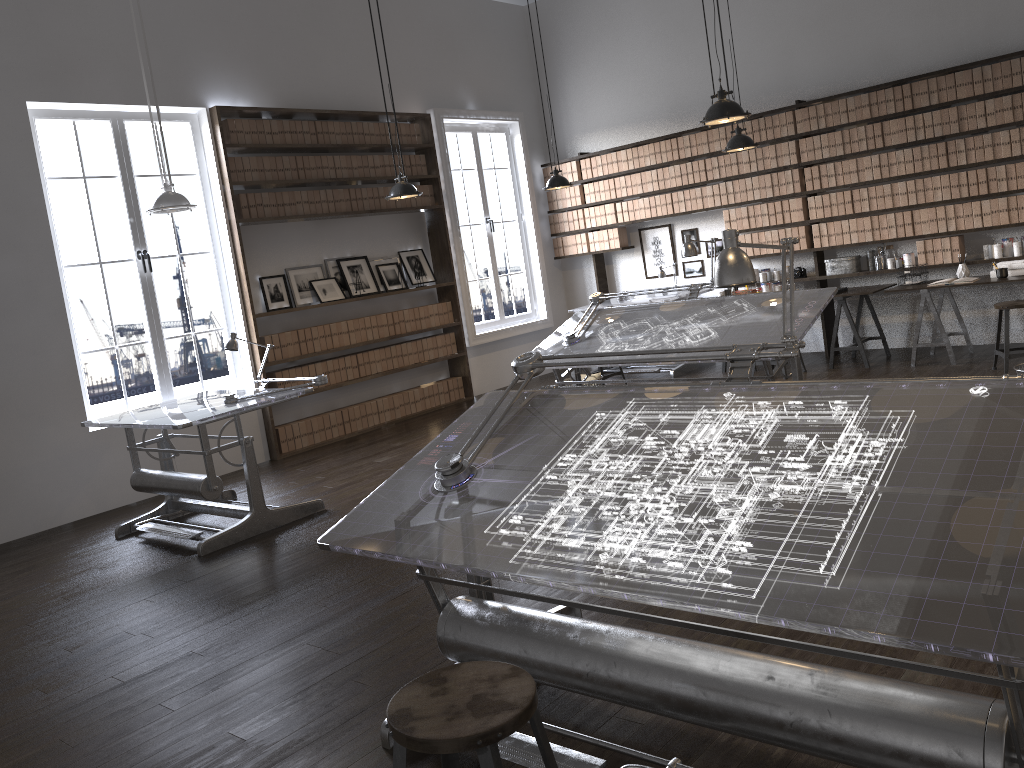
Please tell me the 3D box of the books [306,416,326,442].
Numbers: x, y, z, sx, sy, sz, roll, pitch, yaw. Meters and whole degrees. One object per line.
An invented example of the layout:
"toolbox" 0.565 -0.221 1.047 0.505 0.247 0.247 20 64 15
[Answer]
"books" -1.784 0.409 8.055 0.174 0.224 0.067 -3 7 41

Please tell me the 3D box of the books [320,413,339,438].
"books" -1.690 0.380 8.158 0.174 0.224 0.067 -3 7 42

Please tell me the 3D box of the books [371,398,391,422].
"books" -1.277 0.252 8.637 0.174 0.224 0.067 -3 7 41

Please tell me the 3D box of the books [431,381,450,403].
"books" -0.748 0.086 9.252 0.174 0.224 0.067 -3 7 41

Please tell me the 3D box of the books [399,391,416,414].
"books" -1.056 0.183 8.889 0.174 0.225 0.067 -3 7 41

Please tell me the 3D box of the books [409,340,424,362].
"books" -0.991 -0.333 9.010 0.174 0.224 0.067 -3 7 41

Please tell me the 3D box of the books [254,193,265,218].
"books" -2.242 -1.536 7.698 0.174 0.224 0.067 -3 7 41

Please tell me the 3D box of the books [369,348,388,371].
"books" -1.310 -0.234 8.644 0.174 0.224 0.067 -3 7 42

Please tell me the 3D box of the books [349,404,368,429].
"books" -1.463 0.310 8.417 0.174 0.225 0.067 -3 7 42

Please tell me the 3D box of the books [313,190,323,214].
"books" -1.840 -1.661 8.163 0.174 0.224 0.067 -3 7 42

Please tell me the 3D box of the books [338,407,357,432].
"books" -1.551 0.336 8.325 0.174 0.224 0.067 -3 7 42

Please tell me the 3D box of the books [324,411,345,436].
"books" -1.647 0.366 8.214 0.174 0.224 0.067 -3 7 42

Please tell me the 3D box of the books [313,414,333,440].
"books" -1.738 0.395 8.108 0.174 0.224 0.067 -3 7 41

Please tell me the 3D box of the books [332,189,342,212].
"books" -1.696 -1.704 8.318 0.174 0.225 0.067 -3 7 42

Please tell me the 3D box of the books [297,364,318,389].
"books" -1.848 -0.065 8.014 0.174 0.225 0.067 -3 7 41

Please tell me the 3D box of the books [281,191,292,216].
"books" -2.056 -1.592 7.903 0.174 0.225 0.067 -3 7 41

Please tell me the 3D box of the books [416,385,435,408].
"books" -0.885 0.129 9.093 0.174 0.224 0.067 -3 7 42

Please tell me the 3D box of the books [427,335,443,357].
"books" -0.811 -0.387 9.210 0.174 0.225 0.067 -3 7 42

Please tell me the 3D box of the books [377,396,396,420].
"books" -1.237 0.239 8.684 0.174 0.224 0.067 -3 7 41

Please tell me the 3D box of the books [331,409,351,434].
"books" -1.594 0.351 8.266 0.174 0.225 0.067 -3 7 41

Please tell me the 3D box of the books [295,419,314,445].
"books" -1.870 0.436 7.954 0.174 0.224 0.067 -3 7 41

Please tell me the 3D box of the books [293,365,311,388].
"books" -1.897 -0.051 7.964 0.174 0.224 0.067 -3 7 42

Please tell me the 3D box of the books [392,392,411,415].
"books" -1.104 0.197 8.839 0.174 0.224 0.067 -3 7 42

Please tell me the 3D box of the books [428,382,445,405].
"books" -0.791 0.101 9.196 0.174 0.224 0.067 -3 7 41

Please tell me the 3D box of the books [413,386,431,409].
"books" -0.924 0.143 9.039 0.174 0.225 0.067 -3 7 41

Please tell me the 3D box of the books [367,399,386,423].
"books" -1.322 0.266 8.581 0.174 0.225 0.067 -3 7 42

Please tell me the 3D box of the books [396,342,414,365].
"books" -1.080 -0.305 8.904 0.174 0.224 0.067 -3 7 42

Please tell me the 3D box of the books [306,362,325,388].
"books" -1.803 -0.080 8.069 0.174 0.224 0.067 -3 7 42

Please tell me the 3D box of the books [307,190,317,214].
"books" -1.883 -1.647 8.110 0.174 0.224 0.067 -3 7 42

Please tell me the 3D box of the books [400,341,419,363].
"books" -1.038 -0.319 8.959 0.174 0.224 0.067 -3 7 41

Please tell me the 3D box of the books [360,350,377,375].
"books" -1.397 -0.205 8.533 0.174 0.224 0.067 -3 7 41

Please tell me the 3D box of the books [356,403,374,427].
"books" -1.416 0.296 8.471 0.174 0.224 0.067 -3 7 41

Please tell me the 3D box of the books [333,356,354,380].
"books" -1.583 -0.148 8.321 0.174 0.224 0.067 -3 7 41

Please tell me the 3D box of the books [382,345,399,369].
"books" -1.215 -0.263 8.750 0.174 0.224 0.067 -3 7 42

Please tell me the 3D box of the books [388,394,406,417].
"books" -1.151 0.212 8.788 0.174 0.224 0.067 -3 7 42

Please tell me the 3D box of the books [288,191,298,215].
"books" -2.016 -1.605 7.956 0.174 0.224 0.067 -3 7 42

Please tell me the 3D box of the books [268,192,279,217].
"books" -2.149 -1.564 7.804 0.174 0.224 0.067 -3 7 42

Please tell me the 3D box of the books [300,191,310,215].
"books" -1.926 -1.633 8.055 0.174 0.225 0.067 -3 7 41

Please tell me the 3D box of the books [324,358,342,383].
"books" -1.678 -0.119 8.218 0.174 0.224 0.067 -3 7 42

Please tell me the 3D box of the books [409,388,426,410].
"books" -0.971 0.156 8.992 0.174 0.224 0.067 -3 7 42

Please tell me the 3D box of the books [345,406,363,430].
"books" -1.507 0.323 8.372 0.174 0.224 0.067 -3 7 41

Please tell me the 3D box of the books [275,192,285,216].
"books" -2.104 -1.578 7.857 0.174 0.224 0.067 -3 7 42

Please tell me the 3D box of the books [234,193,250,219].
"books" -2.338 -1.506 7.587 0.174 0.224 0.067 -3 7 41

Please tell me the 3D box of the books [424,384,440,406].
"books" -0.840 0.115 9.146 0.174 0.224 0.067 -3 7 42

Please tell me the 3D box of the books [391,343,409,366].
"books" -1.124 -0.290 8.848 0.174 0.224 0.067 -3 7 42

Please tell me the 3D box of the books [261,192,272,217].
"books" -2.192 -1.550 7.748 0.174 0.224 0.067 -3 7 41

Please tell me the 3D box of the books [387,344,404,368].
"books" -1.171 -0.276 8.794 0.174 0.225 0.067 -3 7 41

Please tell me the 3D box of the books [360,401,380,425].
"books" -1.372 0.281 8.527 0.174 0.224 0.067 -3 7 41

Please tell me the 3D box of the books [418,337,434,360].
"books" -0.897 -0.361 9.115 0.174 0.224 0.067 -3 7 41

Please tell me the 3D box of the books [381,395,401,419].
"books" -1.191 0.225 8.731 0.174 0.225 0.067 -3 7 42

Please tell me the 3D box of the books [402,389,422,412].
"books" -1.011 0.169 8.944 0.174 0.224 0.067 -3 7 42

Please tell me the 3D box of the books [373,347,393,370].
"books" -1.264 -0.248 8.695 0.174 0.224 0.067 -3 7 42

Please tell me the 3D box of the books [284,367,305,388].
"books" -1.943 -0.037 7.913 0.174 0.224 0.067 -3 7 42

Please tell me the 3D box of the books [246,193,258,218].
"books" -2.286 -1.521 7.638 0.174 0.225 0.067 -3 7 42

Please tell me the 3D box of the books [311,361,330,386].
"books" -1.763 -0.092 8.117 0.174 0.224 0.067 -3 7 42

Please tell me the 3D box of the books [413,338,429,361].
"books" -0.943 -0.347 9.060 0.174 0.225 0.067 -3 7 42

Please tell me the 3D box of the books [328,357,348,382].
"books" -1.632 -0.133 8.271 0.174 0.224 0.067 -3 7 42

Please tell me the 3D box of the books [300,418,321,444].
"books" -1.823 0.422 8.000 0.174 0.225 0.067 -3 7 42

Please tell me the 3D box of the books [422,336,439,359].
"books" -0.858 -0.374 9.163 0.174 0.224 0.067 -3 7 41
